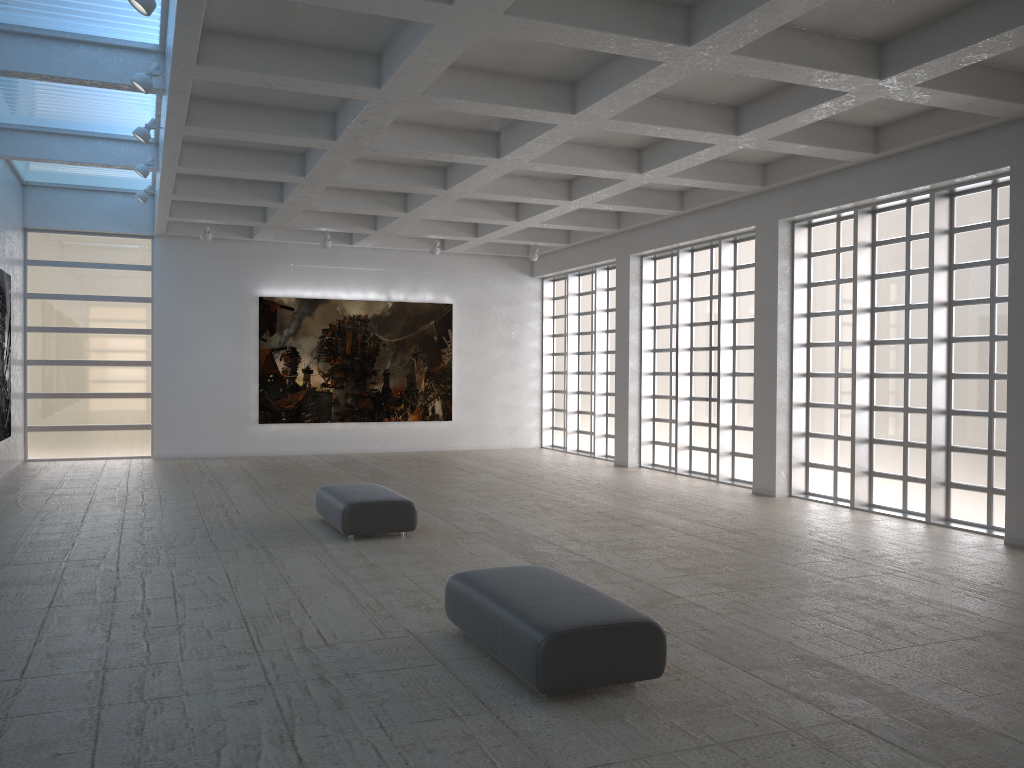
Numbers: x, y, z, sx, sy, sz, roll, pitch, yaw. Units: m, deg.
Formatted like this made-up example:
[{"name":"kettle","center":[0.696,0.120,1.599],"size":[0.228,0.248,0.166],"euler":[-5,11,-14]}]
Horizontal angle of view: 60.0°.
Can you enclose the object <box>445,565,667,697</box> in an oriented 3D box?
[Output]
[{"name":"object","center":[0.398,2.899,10.782],"size":[1.616,0.828,3.044],"euler":[0,1,-23]}]

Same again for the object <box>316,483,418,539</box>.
[{"name":"object","center":[-3.270,2.753,19.566],"size":[1.616,0.828,3.044],"euler":[0,1,-23]}]
